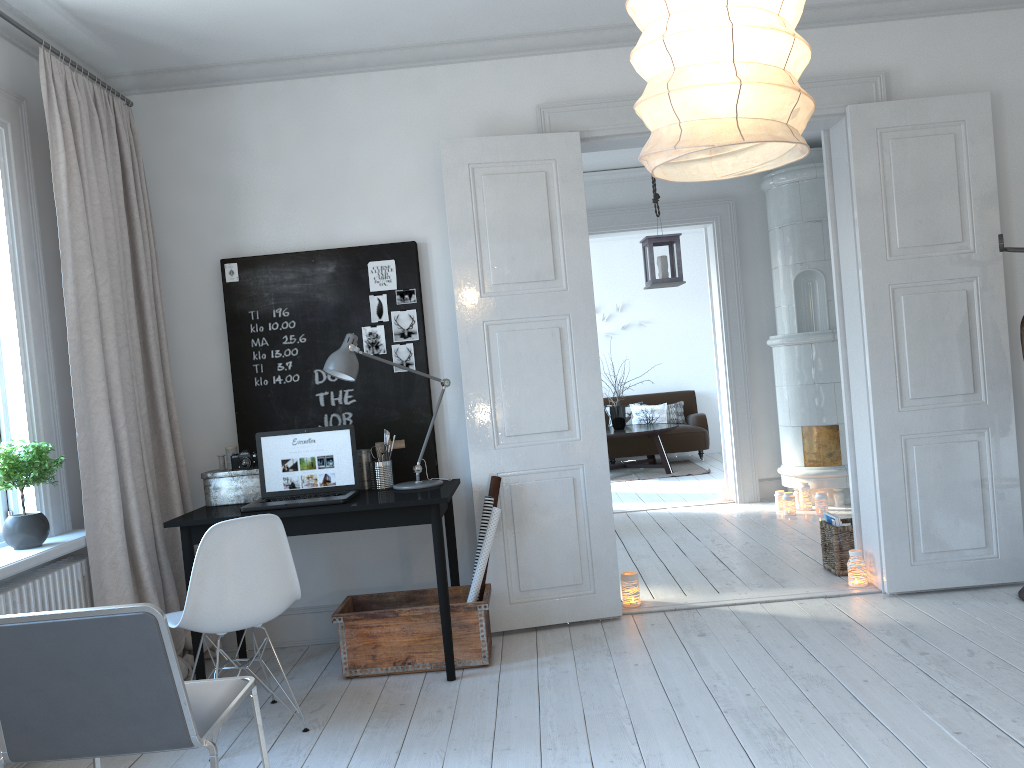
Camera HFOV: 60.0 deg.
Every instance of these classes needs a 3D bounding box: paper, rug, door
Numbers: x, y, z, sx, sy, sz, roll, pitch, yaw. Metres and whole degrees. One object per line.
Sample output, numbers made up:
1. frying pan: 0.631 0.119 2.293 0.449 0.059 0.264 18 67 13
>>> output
1. paper: -0.131 0.807 4.058 0.297 0.747 0.048 -7 2 -44
2. rug: 1.275 0.986 10.078 1.710 0.055 1.455 -5 1 1
3. paper: -0.154 0.853 3.989 0.266 0.669 0.043 -7 2 -44
4. door: 1.102 -0.201 7.430 2.599 2.506 0.577 -5 2 1
5. paper: -0.153 0.870 3.930 0.283 0.627 0.041 -6 2 -21
6. door: 1.057 -0.167 4.416 2.599 2.506 0.577 -5 2 1

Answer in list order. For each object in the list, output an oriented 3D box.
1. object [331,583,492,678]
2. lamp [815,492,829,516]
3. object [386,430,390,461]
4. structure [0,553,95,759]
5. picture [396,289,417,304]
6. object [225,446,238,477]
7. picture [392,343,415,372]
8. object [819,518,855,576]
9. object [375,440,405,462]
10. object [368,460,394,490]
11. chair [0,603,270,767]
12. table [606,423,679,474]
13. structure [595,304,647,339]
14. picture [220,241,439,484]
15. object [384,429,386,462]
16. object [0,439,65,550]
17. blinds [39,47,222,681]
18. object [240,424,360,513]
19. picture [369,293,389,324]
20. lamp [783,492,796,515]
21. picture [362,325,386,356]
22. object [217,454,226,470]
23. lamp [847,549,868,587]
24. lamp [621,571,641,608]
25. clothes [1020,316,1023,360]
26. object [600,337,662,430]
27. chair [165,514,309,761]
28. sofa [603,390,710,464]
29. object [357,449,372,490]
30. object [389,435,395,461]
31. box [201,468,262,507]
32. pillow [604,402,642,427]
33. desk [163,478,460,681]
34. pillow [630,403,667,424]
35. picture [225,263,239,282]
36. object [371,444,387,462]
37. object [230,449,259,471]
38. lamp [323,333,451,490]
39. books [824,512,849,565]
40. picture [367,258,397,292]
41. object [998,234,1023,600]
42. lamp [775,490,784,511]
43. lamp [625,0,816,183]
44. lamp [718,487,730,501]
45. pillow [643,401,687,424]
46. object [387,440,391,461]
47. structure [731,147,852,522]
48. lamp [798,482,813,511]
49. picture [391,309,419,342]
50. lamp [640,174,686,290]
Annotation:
1. object: -0.417 1.087 3.911 0.664 0.282 0.339 -5 1 1
2. lamp: 2.263 0.873 6.484 0.089 0.166 0.089 -5 1 0
3. object: -0.581 0.346 4.095 0.012 0.264 0.062 -4 2 43
4. structure: -1.776 0.982 2.977 0.195 0.547 1.505 -5 1 1
5. picture: -0.509 -0.422 4.263 0.095 0.071 0.001 -5 2 1
6. object: -1.294 0.355 4.050 0.056 0.130 0.167 -5 1 -1
7. picture: -0.523 -0.129 4.271 0.103 0.136 0.001 -5 2 1
8. object: 1.852 0.879 4.823 0.270 0.265 0.223 -5 1 1
9. object: -0.558 0.371 4.134 0.138 0.209 0.034 -6 2 -19
10. object: -0.600 0.419 4.082 0.108 0.128 0.108 -5 1 16
11. chair: -0.942 0.893 2.223 0.562 0.798 0.524 -5 1 1
12. table: 1.253 0.763 10.045 1.299 0.503 1.299 -5 1 -9
13. structure: 1.199 -0.766 11.254 1.025 0.478 0.085 -5 2 1
14. picture: -0.883 -0.063 4.309 0.953 1.173 0.064 -5 2 1
15. object: -0.585 0.343 4.095 0.008 0.268 0.060 -5 2 18
16. object: -1.823 0.405 3.284 0.309 0.407 0.272 -6 2 -39
17. blinds: -1.613 0.008 3.833 0.225 2.648 0.830 -5 2 1
18. object: -0.915 0.357 3.811 0.445 0.315 0.325 -5 1 1
19. picture: -0.640 -0.364 4.266 0.083 0.146 0.002 -5 2 1
20. lamp: 2.065 0.890 6.601 0.089 0.166 0.089 -5 1 2
21. picture: -0.664 -0.209 4.270 0.107 0.150 0.001 -5 2 1
22. object: -1.347 0.363 4.117 0.040 0.069 0.040 -5 1 -11
23. lamp: 1.735 0.927 4.462 0.093 0.180 0.093 -6 1 -16
24. lamp: 0.598 1.035 4.470 0.089 0.166 0.089 -5 1 -7
25. clothes: 2.376 -0.101 3.887 0.237 0.770 0.211 -4 2 34
26. object: 1.289 -0.024 9.959 0.845 1.066 0.525 -6 2 -28
27. chair: -1.024 0.876 3.274 0.474 0.824 0.554 -6 2 -34
28. sofa: 1.256 0.582 10.829 2.165 0.825 0.968 -5 1 1
29. object: -0.691 0.402 4.155 0.079 0.188 0.079 -6 2 -20
30. object: -0.565 0.357 4.080 0.084 0.240 0.009 -6 2 -22
31. box: -1.249 0.465 4.077 0.317 0.152 0.193 -5 1 1
32. pillow: 1.382 0.413 10.891 0.473 0.348 0.158 -5 1 -1
33. desk: -0.794 0.883 3.910 1.159 0.759 0.650 -5 1 1
34. pillow: 1.671 0.378 10.810 0.471 0.309 0.188 -5 1 2
35. picture: -1.351 -0.537 4.273 0.061 0.088 0.004 -5 2 -2
36. object: -0.615 0.380 4.092 0.081 0.198 0.050 -5 2 26
37. object: -1.201 0.342 3.981 0.137 0.087 0.073 -5 1 1
38. lamp: -0.541 0.121 4.006 0.616 0.716 0.230 -6 2 -28
39. books: 1.836 0.848 4.823 0.201 0.300 0.179 -5 1 1
40. picture: -0.621 -0.526 4.261 0.147 0.154 0.004 -5 2 1
41. object: 2.417 0.136 3.963 0.374 1.659 0.374 -5 2 8
42. lamp: 2.070 0.897 6.832 0.084 0.146 0.084 -5 1 5
43. lamp: 0.361 -1.034 1.702 0.339 1.232 0.340 -4 2 32
44. lamp: 1.782 0.927 7.466 0.093 0.110 0.093 -5 1 18
45. pillow: 1.874 0.371 10.919 0.542 0.288 0.183 -5 1 2
46. object: -0.576 0.368 4.086 0.009 0.222 0.082 -4 2 30
47. structure: 2.263 -0.381 6.864 1.246 2.829 0.801 -7 2 -44
48. lamp: 2.222 0.853 6.730 0.098 0.210 0.098 -5 1 5
49. picture: -0.516 -0.283 4.266 0.121 0.153 0.002 -5 2 1
50. lamp: 0.908 -1.510 5.723 0.228 1.763 0.228 -5 2 -2
